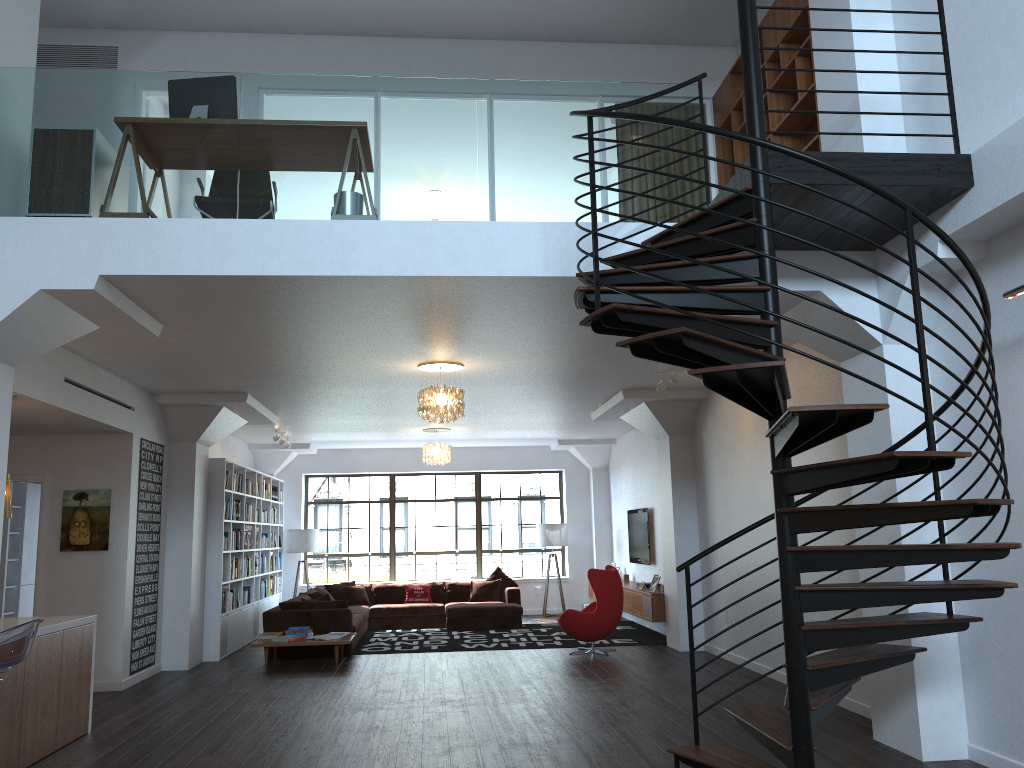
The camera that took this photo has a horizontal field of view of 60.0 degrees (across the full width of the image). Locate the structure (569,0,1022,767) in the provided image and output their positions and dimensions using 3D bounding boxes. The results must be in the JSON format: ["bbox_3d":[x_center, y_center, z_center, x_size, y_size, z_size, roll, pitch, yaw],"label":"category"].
[{"bbox_3d":[1.330,-0.066,4.494,1.998,4.352,1.998,8,-14,-44],"label":"structure"}]

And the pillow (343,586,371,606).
[{"bbox_3d":[-2.523,3.405,14.261,0.489,0.337,0.238,6,-12,-35],"label":"pillow"}]

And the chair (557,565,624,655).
[{"bbox_3d":[0.948,2.692,10.636,0.801,1.006,0.798,-5,-10,20],"label":"chair"}]

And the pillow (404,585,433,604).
[{"bbox_3d":[-1.530,3.437,14.492,0.465,0.308,0.220,0,-10,-9],"label":"pillow"}]

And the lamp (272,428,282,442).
[{"bbox_3d":[-3.382,0.731,12.734,0.111,0.211,0.120,-7,-11,28],"label":"lamp"}]

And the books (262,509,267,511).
[{"bbox_3d":[-3.917,2.077,13.918,0.140,0.231,0.042,0,-10,-5],"label":"books"}]

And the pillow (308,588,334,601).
[{"bbox_3d":[-2.696,3.147,12.739,0.325,0.391,0.625,-3,-10,11],"label":"pillow"}]

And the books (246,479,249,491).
[{"bbox_3d":[-3.786,1.455,12.501,0.140,0.231,0.042,0,-10,-5],"label":"books"}]

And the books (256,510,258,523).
[{"bbox_3d":[-3.837,1.963,13.138,0.139,0.191,0.036,0,-10,-5],"label":"books"}]

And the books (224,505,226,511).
[{"bbox_3d":[-3.625,1.581,10.908,0.161,0.182,0.170,0,-10,-5],"label":"books"}]

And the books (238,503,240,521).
[{"bbox_3d":[-3.720,1.709,11.819,0.174,0.240,0.054,0,-10,-5],"label":"books"}]

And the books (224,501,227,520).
[{"bbox_3d":[-3.637,1.575,11.018,0.152,0.232,0.104,0,-10,-5],"label":"books"}]

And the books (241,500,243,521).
[{"bbox_3d":[-3.738,1.712,11.986,0.176,0.291,0.053,0,-10,-5],"label":"books"}]

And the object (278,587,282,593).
[{"bbox_3d":[-4.030,3.446,14.785,0.331,0.088,0.410,0,-10,-5],"label":"object"}]

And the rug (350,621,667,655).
[{"bbox_3d":[-0.078,3.535,12.454,4.200,0.007,3.100,-1,-10,-4],"label":"rug"}]

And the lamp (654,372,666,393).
[{"bbox_3d":[1.522,-0.015,9.069,0.111,0.211,0.120,-7,-11,28],"label":"lamp"}]

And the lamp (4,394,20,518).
[{"bbox_3d":[-3.718,0.528,6.498,0.149,0.900,0.149,-9,-13,39],"label":"lamp"}]

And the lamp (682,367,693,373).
[{"bbox_3d":[1.615,-0.189,8.064,0.120,0.211,0.111,4,-11,-31],"label":"lamp"}]

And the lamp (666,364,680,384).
[{"bbox_3d":[1.568,-0.101,8.573,0.111,0.211,0.120,-11,-13,43],"label":"lamp"}]

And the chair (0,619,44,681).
[{"bbox_3d":[-2.689,1.725,4.511,0.481,1.014,0.530,-1,-10,-3],"label":"chair"}]

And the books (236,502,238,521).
[{"bbox_3d":[-3.721,1.683,11.709,0.183,0.253,0.042,0,-10,-5],"label":"books"}]

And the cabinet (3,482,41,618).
[{"bbox_3d":[-6.086,1.758,10.064,0.527,2.991,2.630,0,-10,-5],"label":"cabinet"}]

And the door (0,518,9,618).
[{"bbox_3d":[-5.791,2.107,9.367,0.826,2.032,0.174,0,-10,-5],"label":"door"}]

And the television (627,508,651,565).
[{"bbox_3d":[1.911,2.304,13.415,0.013,0.816,1.324,0,-10,-6],"label":"television"}]

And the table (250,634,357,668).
[{"bbox_3d":[-2.387,3.080,10.252,1.100,0.271,0.853,0,-10,-5],"label":"table"}]

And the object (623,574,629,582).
[{"bbox_3d":[1.813,3.074,14.051,0.089,0.110,0.089,-9,-13,39],"label":"object"}]

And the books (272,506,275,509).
[{"bbox_3d":[-3.971,2.149,14.504,0.176,0.290,0.036,0,-10,-6],"label":"books"}]

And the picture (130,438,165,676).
[{"bbox_3d":[-3.861,1.799,9.418,0.021,2.380,0.800,-1,-10,-5],"label":"picture"}]

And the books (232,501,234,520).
[{"bbox_3d":[-3.694,1.643,11.475,0.183,0.253,0.042,0,-10,-5],"label":"books"}]

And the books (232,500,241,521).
[{"bbox_3d":[-3.750,1.707,11.933,0.198,0.284,0.049,0,-10,-5],"label":"books"}]

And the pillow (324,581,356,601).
[{"bbox_3d":[-2.723,3.405,14.341,0.580,0.418,0.334,5,-11,-32],"label":"pillow"}]

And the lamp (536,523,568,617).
[{"bbox_3d":[0.717,3.234,15.476,0.545,1.579,0.545,-2,-10,5],"label":"lamp"}]

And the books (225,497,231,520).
[{"bbox_3d":[-3.648,1.578,11.213,0.176,0.290,0.053,0,-10,-5],"label":"books"}]

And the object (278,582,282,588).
[{"bbox_3d":[-4.032,3.360,14.800,0.331,0.088,0.410,0,-10,-5],"label":"object"}]

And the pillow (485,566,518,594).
[{"bbox_3d":[-0.254,3.318,14.678,0.651,0.587,0.335,3,-11,-26],"label":"pillow"}]

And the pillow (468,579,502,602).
[{"bbox_3d":[-0.442,3.373,14.482,0.542,0.362,0.248,-4,-10,15],"label":"pillow"}]

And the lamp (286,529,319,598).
[{"bbox_3d":[-3.586,3.287,15.172,0.545,1.579,0.545,1,-10,-16],"label":"lamp"}]

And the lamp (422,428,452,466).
[{"bbox_3d":[-1.132,0.954,13.344,0.441,0.539,0.442,-9,-12,36],"label":"lamp"}]

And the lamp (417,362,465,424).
[{"bbox_3d":[-0.670,0.094,8.378,0.441,0.539,0.442,-9,-12,36],"label":"lamp"}]

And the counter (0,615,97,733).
[{"bbox_3d":[-2.370,1.534,2.966,3.039,0.860,8.182,5,-12,-34],"label":"counter"}]

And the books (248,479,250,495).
[{"bbox_3d":[-3.796,1.465,12.548,0.158,0.226,0.052,0,-10,-5],"label":"books"}]

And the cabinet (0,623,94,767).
[{"bbox_3d":[-3.429,1.840,4.470,0.898,0.796,4.493,0,-10,-5],"label":"cabinet"}]

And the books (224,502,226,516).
[{"bbox_3d":[-3.638,1.576,10.988,0.161,0.218,0.101,0,-10,-5],"label":"books"}]

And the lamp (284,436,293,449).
[{"bbox_3d":[-3.474,0.905,13.740,0.120,0.211,0.111,4,-11,-31],"label":"lamp"}]

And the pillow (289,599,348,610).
[{"bbox_3d":[-2.396,2.877,11.087,0.750,0.364,0.289,0,-10,-6],"label":"pillow"}]

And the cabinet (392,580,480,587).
[{"bbox_3d":[-1.302,3.750,15.371,1.520,0.625,0.350,0,-10,-5],"label":"cabinet"}]

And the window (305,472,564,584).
[{"bbox_3d":[-1.385,2.598,16.118,4.648,1.905,0.114,0,-10,-5],"label":"window"}]

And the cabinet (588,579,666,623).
[{"bbox_3d":[1.769,3.183,13.315,0.459,0.350,4.501,0,-10,-5],"label":"cabinet"}]

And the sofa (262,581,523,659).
[{"bbox_3d":[-1.482,3.308,12.882,3.481,0.664,4.197,0,-10,-5],"label":"sofa"}]

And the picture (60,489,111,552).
[{"bbox_3d":[-4.229,1.352,8.799,0.450,0.600,0.030,0,-10,-5],"label":"picture"}]

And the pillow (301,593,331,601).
[{"bbox_3d":[-2.459,2.881,11.351,0.559,0.411,0.269,-10,-13,40],"label":"pillow"}]

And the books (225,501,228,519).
[{"bbox_3d":[-3.638,1.578,11.050,0.172,0.235,0.112,0,-10,-5],"label":"books"}]

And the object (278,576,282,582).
[{"bbox_3d":[-4.042,3.273,14.814,0.316,0.088,0.410,0,-10,-5],"label":"object"}]

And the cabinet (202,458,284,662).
[{"bbox_3d":[-3.935,2.484,12.905,0.461,2.414,4.500,0,-10,-5],"label":"cabinet"}]

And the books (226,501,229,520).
[{"bbox_3d":[-3.649,1.589,11.132,0.174,0.242,0.105,0,-10,-5],"label":"books"}]

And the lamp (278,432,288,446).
[{"bbox_3d":[-3.428,0.817,13.231,0.111,0.211,0.120,-11,-13,43],"label":"lamp"}]

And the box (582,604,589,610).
[{"bbox_3d":[1.376,3.953,15.574,0.228,0.165,0.368,0,-10,-5],"label":"box"}]
